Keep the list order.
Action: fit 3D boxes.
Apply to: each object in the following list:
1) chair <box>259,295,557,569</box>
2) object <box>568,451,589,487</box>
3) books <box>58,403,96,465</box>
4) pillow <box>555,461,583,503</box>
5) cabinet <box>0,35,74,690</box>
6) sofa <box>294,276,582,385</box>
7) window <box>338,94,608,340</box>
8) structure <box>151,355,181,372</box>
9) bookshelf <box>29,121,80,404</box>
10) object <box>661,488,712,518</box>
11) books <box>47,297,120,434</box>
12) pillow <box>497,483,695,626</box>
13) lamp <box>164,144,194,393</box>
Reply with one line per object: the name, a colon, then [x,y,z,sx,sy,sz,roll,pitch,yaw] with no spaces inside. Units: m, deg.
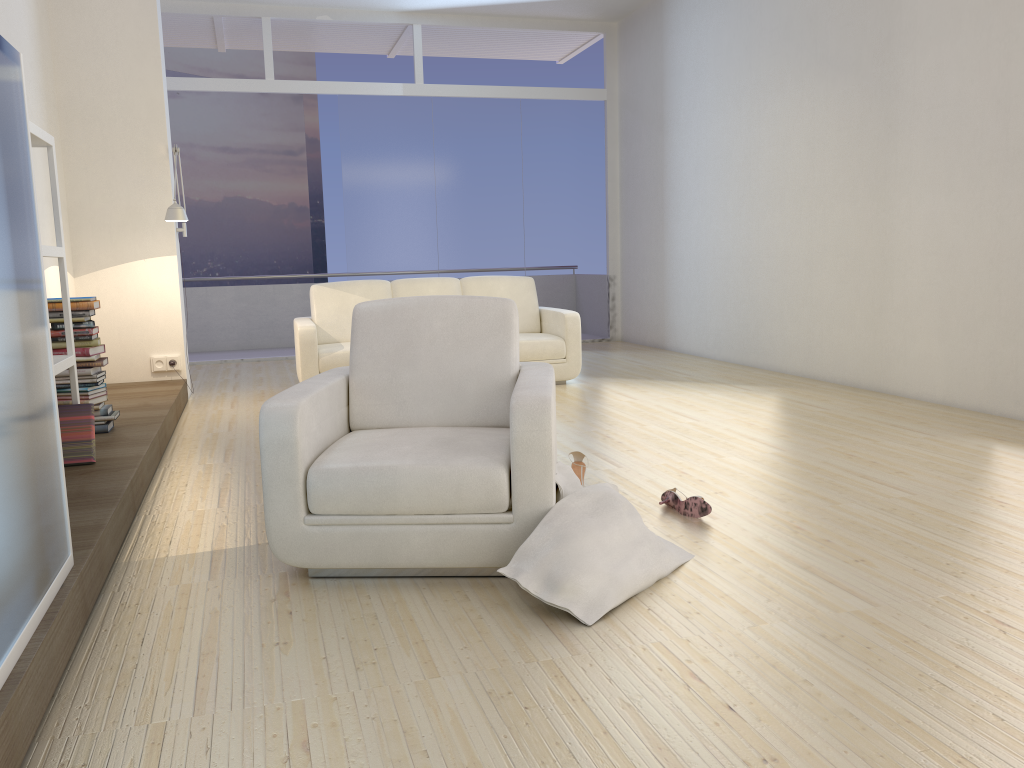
chair: [-0.303,0.110,3.169,0.919,0.828,0.941,-1,8,4]
object: [0.294,0.381,3.792,0.089,0.149,0.265,-2,8,-3]
books: [-1.865,0.276,3.351,0.274,0.281,1.125,-3,8,-9]
pillow: [0.276,0.420,3.003,0.312,0.315,0.615,0,8,11]
cabinet: [-1.360,-0.048,1.536,0.689,1.396,1.670,-4,8,-16]
sofa: [-0.619,-0.413,7.083,2.166,0.862,0.941,-4,8,-16]
window: [-0.344,-1.780,9.846,2.988,2.706,0.012,-4,8,-16]
structure: [-2.588,-0.153,6.636,0.206,0.114,0.028,-4,8,-16]
bookshelf: [-1.923,-0.244,3.043,0.465,1.396,1.599,-4,8,-16]
object: [0.647,0.459,3.431,0.121,0.091,0.287,-4,8,-17]
books: [-2.241,-0.097,4.586,0.329,0.694,0.270,-4,8,-16]
pillow: [0.281,0.493,2.720,0.299,0.287,0.712,4,10,36]
lamp: [-2.408,-0.801,6.371,0.204,1.841,0.891,-5,9,-20]
